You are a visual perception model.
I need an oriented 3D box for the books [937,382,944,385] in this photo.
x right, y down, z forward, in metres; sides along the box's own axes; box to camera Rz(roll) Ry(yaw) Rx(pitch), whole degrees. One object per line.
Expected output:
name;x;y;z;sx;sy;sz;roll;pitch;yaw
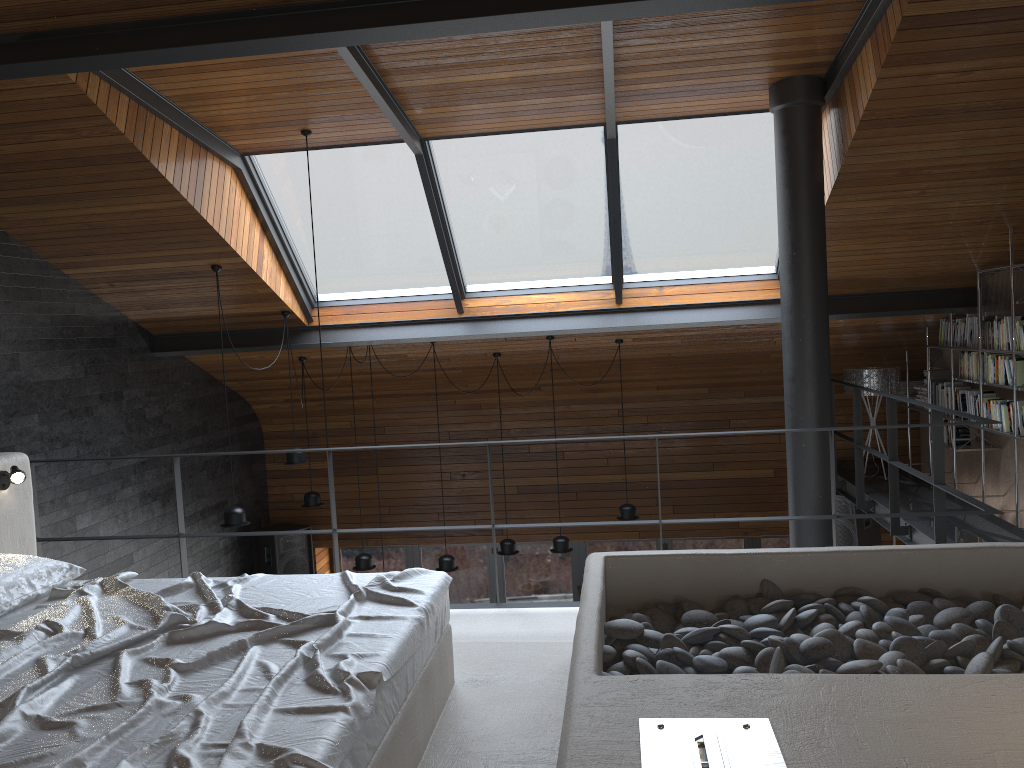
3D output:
books;3.782;0.111;7.663;0.207;0.255;0.010;-3;3;7

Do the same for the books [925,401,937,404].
books;3.780;0.158;7.790;0.252;0.016;0.182;-3;4;11

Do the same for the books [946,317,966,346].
books;3.676;-0.436;7.344;0.143;0.233;0.081;-3;3;7

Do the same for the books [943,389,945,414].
books;3.734;0.144;7.526;0.146;0.210;0.018;-3;3;7

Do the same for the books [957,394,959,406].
books;3.676;0.170;7.154;0.136;0.212;0.051;-3;3;7

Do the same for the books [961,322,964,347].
books;3.633;-0.394;7.021;0.126;0.194;0.064;-3;3;7

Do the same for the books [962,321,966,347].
books;3.629;-0.397;7.003;0.123;0.201;0.071;-3;3;7

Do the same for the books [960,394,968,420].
books;3.661;0.180;7.066;0.148;0.206;0.053;-3;3;7

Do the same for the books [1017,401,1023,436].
books;3.520;0.233;6.022;0.148;0.233;0.053;-3;3;7

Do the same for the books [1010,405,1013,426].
books;3.562;0.242;6.197;0.126;0.197;0.047;-3;3;7

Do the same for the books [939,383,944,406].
books;3.768;0.115;7.612;0.191;0.255;0.012;-3;3;7

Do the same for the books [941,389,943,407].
books;3.724;0.147;7.541;0.130;0.208;0.010;-3;3;7

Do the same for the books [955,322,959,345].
books;3.625;-0.401;7.130;0.111;0.194;0.059;-3;3;7

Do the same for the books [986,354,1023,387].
books;3.537;-0.101;6.288;0.139;0.208;0.494;-3;3;7

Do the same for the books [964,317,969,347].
books;3.604;-0.409;6.896;0.148;0.229;0.073;-3;3;7

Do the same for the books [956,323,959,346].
books;3.638;-0.400;7.106;0.138;0.189;0.065;-3;3;7

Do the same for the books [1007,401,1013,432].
books;3.573;0.226;6.232;0.155;0.215;0.055;-3;3;7

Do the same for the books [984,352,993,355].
books;3.616;-0.135;6.640;0.143;0.218;0.020;-3;3;7

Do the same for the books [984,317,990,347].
books;3.572;-0.382;6.571;0.129;0.231;0.010;-3;3;7

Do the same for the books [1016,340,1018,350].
books;3.511;-0.323;6.057;0.131;0.180;0.042;-3;3;7

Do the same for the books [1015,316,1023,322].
books;3.529;-0.350;6.071;0.148;0.233;0.053;-3;3;7

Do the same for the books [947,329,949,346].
books;3.664;-0.415;7.314;0.127;0.197;0.063;-3;3;7

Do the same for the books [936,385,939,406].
books;3.743;0.124;7.657;0.148;0.234;0.013;-3;3;7

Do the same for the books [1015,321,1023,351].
books;3.467;-0.315;5.809;0.139;0.206;0.497;-3;3;7

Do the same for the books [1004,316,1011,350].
books;3.508;-0.355;6.157;0.148;0.233;0.053;-3;3;7

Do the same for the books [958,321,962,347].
books;3.637;-0.403;7.075;0.131;0.202;0.068;-3;3;7

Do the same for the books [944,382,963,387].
books;3.733;0.117;7.495;0.143;0.268;0.020;-3;3;7

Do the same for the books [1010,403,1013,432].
books;3.563;0.235;6.214;0.123;0.203;0.054;-3;3;7

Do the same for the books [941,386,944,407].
books;3.744;0.131;7.563;0.160;0.231;0.021;-3;3;7

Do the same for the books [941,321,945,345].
books;3.695;-0.434;7.454;0.149;0.202;0.067;-3;3;7

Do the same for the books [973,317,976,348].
books;3.605;-0.396;6.770;0.148;0.233;0.053;-3;3;7

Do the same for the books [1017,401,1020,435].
books;3.525;0.230;6.070;0.148;0.233;0.053;-3;3;7

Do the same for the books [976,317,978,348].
books;3.607;-0.396;6.747;0.148;0.234;0.033;-3;3;7

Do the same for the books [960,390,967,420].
books;3.664;0.165;7.082;0.148;0.233;0.053;-3;3;7

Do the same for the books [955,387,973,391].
books;3.682;0.147;7.224;0.131;0.247;0.018;-3;3;7

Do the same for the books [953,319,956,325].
books;3.662;-0.419;7.209;0.161;0.220;0.074;-3;3;7

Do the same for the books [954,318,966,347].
books;3.632;-0.417;7.138;0.122;0.227;0.076;-3;3;7

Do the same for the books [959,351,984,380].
books;3.620;-0.151;6.934;0.130;0.216;0.311;-3;3;7

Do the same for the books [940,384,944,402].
books;3.771;0.117;7.600;0.192;0.251;0.012;-3;3;7

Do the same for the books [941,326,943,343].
books;3.691;-0.423;7.471;0.131;0.178;0.057;-3;3;7

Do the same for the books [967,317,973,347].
books;3.599;-0.406;6.850;0.148;0.229;0.073;-3;3;7

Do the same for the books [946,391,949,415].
books;3.716;0.157;7.428;0.143;0.199;0.019;-3;3;7

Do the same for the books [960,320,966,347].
books;3.631;-0.406;7.032;0.133;0.215;0.070;-3;3;7

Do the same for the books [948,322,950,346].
books;3.648;-0.412;7.274;0.127;0.197;0.063;-3;3;7

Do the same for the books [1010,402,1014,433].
books;3.558;0.233;6.185;0.133;0.218;0.051;-3;3;7

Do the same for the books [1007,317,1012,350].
books;3.503;-0.352;6.109;0.148;0.233;0.053;-3;3;7

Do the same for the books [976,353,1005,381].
books;3.559;-0.108;6.307;0.138;0.212;1.041;-3;3;7

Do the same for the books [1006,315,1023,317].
books;3.529;-0.358;6.186;0.143;0.236;0.062;-3;3;7

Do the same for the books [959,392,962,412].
books;3.667;0.170;7.096;0.141;0.221;0.055;-3;3;7

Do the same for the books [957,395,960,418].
books;3.677;0.166;7.172;0.133;0.219;0.058;-3;3;7

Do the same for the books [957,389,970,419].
books;3.671;0.160;7.141;0.143;0.235;0.055;-3;3;7

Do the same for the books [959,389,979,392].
books;3.683;0.161;7.125;0.148;0.233;0.053;-3;3;7

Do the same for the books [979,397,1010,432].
books;3.576;0.218;6.479;0.139;0.211;0.467;-3;3;7

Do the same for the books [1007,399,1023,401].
books;3.567;0.222;6.252;0.117;0.220;0.054;-3;3;7

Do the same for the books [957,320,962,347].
books;3.638;-0.408;7.088;0.137;0.213;0.068;-3;3;7

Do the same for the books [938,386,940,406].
books;3.757;0.126;7.628;0.169;0.232;0.018;-3;3;7
